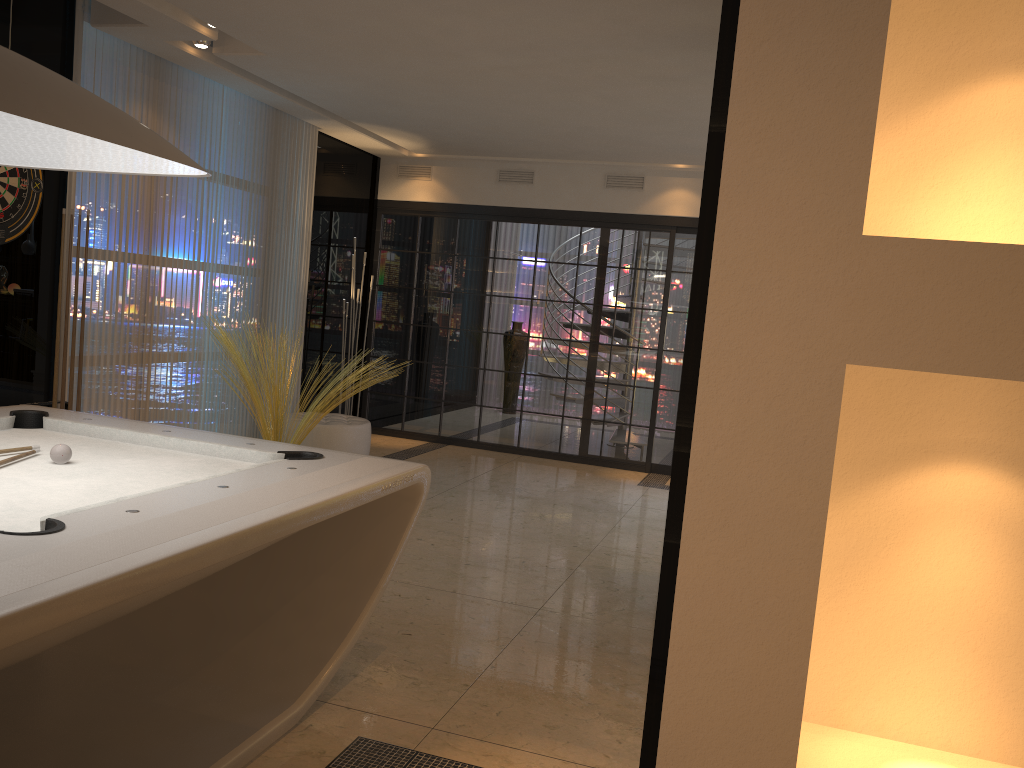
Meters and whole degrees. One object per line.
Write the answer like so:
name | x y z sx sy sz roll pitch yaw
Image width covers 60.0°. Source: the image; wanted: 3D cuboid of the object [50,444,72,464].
object | -1.278 0.198 2.514 0.057 0.057 0.057 4 5 -13

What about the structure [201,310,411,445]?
structure | -1.418 0.125 5.925 1.282 1.142 1.275 3 5 -27

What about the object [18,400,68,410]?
object | -2.334 0.239 4.395 0.032 0.297 0.330 7 5 17

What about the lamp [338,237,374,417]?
lamp | -1.402 -0.358 7.738 0.200 1.801 0.418 7 5 17

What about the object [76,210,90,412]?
object | -2.097 -0.037 4.307 0.026 1.605 0.027 2 6 -35

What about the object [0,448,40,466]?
object | -1.350 0.266 1.802 0.028 0.026 1.605 5 5 -3

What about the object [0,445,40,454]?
object | -1.716 0.223 1.907 0.028 0.026 1.605 7 5 22

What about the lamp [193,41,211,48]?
lamp | -1.796 -2.014 5.137 0.107 0.127 0.107 9 6 35

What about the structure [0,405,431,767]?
structure | -1.499 0.618 1.931 1.659 0.812 2.912 7 5 17

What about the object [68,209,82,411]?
object | -2.144 -0.042 4.321 0.026 1.605 0.027 2 6 -35

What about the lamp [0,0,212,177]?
lamp | -1.361 -1.064 1.792 0.939 0.995 1.578 7 5 17

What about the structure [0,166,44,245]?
structure | -2.583 -1.020 4.373 0.048 0.669 0.669 7 5 17

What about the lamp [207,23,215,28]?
lamp | -1.570 -1.956 4.699 0.107 0.127 0.107 9 6 35

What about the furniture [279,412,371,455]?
furniture | -1.477 0.427 6.952 0.735 0.357 0.735 4 5 -11

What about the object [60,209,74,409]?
object | -2.189 -0.046 4.335 0.026 1.605 0.027 2 6 -35

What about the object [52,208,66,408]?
object | -2.234 -0.051 4.349 0.026 1.605 0.027 2 6 -35
